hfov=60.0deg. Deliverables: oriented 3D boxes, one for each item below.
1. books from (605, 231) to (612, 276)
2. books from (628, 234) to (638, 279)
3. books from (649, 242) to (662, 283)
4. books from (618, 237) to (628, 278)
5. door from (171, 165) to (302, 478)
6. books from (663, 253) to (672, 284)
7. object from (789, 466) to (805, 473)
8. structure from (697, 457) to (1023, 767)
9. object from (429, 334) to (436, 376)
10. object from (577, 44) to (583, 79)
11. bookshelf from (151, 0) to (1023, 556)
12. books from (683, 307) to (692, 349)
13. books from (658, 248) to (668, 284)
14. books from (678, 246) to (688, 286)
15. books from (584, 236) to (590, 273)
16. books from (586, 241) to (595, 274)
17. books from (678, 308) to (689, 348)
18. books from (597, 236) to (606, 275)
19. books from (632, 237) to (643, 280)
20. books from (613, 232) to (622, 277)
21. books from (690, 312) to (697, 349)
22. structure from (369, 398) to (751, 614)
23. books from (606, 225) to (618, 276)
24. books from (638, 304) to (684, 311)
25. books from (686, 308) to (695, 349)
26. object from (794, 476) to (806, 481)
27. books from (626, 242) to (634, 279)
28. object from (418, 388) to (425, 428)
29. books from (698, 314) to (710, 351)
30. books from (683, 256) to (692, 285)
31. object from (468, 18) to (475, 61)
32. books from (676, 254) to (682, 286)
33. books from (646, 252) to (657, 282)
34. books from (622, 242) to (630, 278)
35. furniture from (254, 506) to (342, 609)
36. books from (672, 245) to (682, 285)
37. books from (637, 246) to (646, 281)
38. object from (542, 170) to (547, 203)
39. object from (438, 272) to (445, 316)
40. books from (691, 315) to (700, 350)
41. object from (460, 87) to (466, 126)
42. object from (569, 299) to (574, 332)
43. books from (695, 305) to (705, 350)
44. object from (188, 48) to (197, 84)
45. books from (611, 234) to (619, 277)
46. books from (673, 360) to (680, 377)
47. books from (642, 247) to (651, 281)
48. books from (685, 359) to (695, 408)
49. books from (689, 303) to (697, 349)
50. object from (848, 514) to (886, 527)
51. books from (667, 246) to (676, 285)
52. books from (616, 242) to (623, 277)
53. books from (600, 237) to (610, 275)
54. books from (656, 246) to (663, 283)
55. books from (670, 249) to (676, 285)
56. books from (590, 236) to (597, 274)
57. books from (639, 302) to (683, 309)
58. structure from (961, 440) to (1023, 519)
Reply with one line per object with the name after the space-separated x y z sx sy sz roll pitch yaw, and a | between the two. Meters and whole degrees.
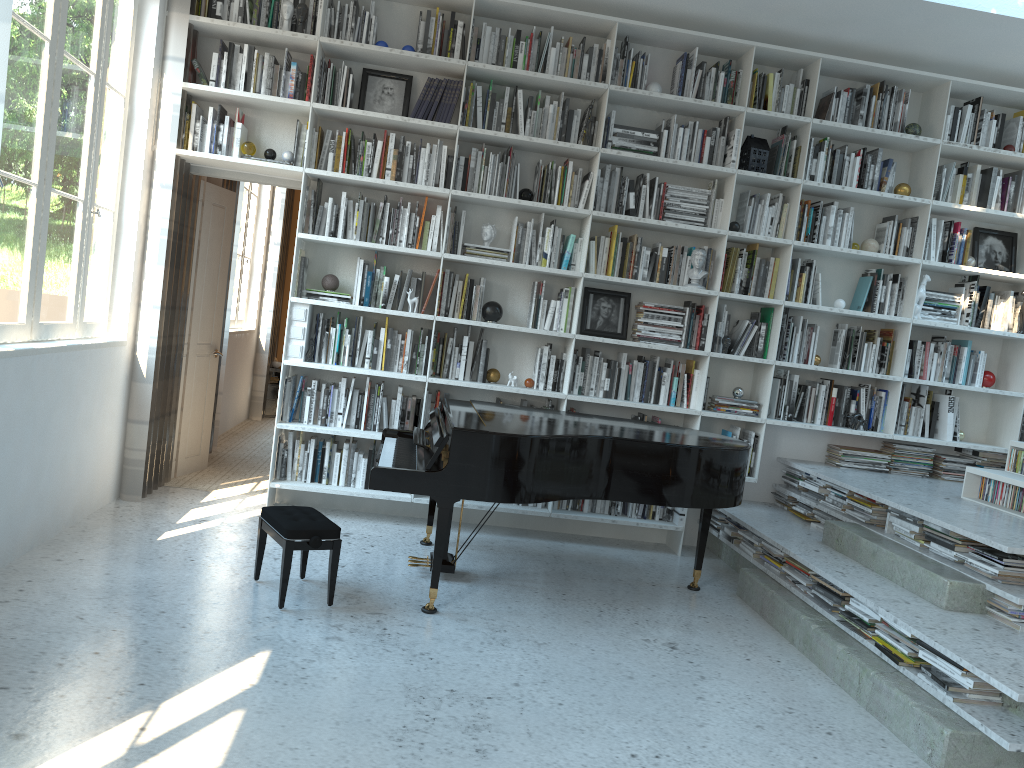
0.584 -0.799 5.502 0.010 0.284 0.136 7 4 -7 | books
0.734 -0.779 5.500 0.013 0.284 0.176 7 4 -7 | books
0.886 -0.748 5.523 0.014 0.259 0.161 7 4 -7 | books
0.673 -0.775 5.514 0.028 0.259 0.134 7 4 -7 | books
-1.813 -0.329 5.827 0.834 1.982 0.785 7 4 -7 | door
0.943 -0.710 5.519 0.029 0.200 0.178 7 4 -7 | books
1.900 0.551 5.688 0.131 0.025 0.290 7 4 -5 | object
2.707 1.026 4.444 2.900 0.660 3.109 7 4 -7 | structure
-0.491 -0.179 5.431 0.012 0.254 0.160 7 4 -7 | object
0.392 -1.912 5.370 0.010 0.247 0.157 7 4 -7 | object
1.016 -0.507 5.497 6.298 3.145 0.330 7 4 -7 | bookshelf
1.080 -0.355 5.573 0.011 0.261 0.184 7 4 -7 | books
0.916 -0.726 5.513 0.029 0.224 0.185 7 4 -7 | books
1.053 -0.727 5.547 0.024 0.259 0.126 7 4 -7 | books
0.450 -0.791 5.487 0.011 0.235 0.141 7 4 -7 | books
0.483 -0.772 5.466 0.053 0.209 0.156 7 4 -7 | books
1.068 -0.353 5.575 0.012 0.254 0.160 7 4 -7 | books
0.535 -0.786 5.492 0.026 0.248 0.139 7 4 -7 | books
0.754 -0.767 5.489 0.028 0.268 0.189 7 4 -7 | books
0.635 -0.789 5.479 0.010 0.281 0.170 7 4 -7 | books
1.122 -0.336 5.596 0.013 0.233 0.134 7 4 -7 | books
0.266 0.610 4.450 1.918 0.833 1.333 7 4 -7 | structure
0.602 -0.811 5.460 0.014 0.318 0.187 7 4 -7 | books
0.928 -0.479 5.551 0.254 0.012 0.160 7 4 -10 | books
1.101 -0.350 5.587 0.013 0.256 0.162 7 4 -7 | books
1.889 0.602 5.691 0.135 0.011 0.221 7 4 -3 | object
0.711 -0.758 5.507 0.025 0.236 0.137 7 4 -7 | books
-0.562 0.169 5.475 0.017 0.290 0.089 7 4 -7 | object
1.179 -0.326 5.574 0.034 0.229 0.199 7 4 -7 | books
1.078 -0.695 5.550 0.035 0.201 0.149 7 4 -7 | books
-0.251 -2.011 5.295 0.012 0.285 0.159 7 4 -7 | object
1.026 -0.705 5.552 0.022 0.207 0.114 7 4 -7 | books
0.849 -0.723 5.530 0.050 0.199 0.145 7 4 -7 | books
0.693 -0.756 5.497 0.012 0.228 0.169 7 4 -7 | books
-0.928 0.727 3.819 0.240 0.354 0.466 5 5 -32 | furniture
1.009 -0.732 5.531 0.025 0.259 0.150 7 4 -7 | books
0.786 -0.739 5.509 0.024 0.216 0.175 7 4 -7 | books
0.185 -1.190 5.421 0.010 0.225 0.142 7 4 -7 | object
-0.432 -0.548 5.417 0.012 0.270 0.130 7 4 -7 | object
1.138 -0.327 5.597 0.021 0.217 0.132 7 4 -7 | books
-0.301 -1.632 5.322 0.012 0.254 0.160 7 4 -7 | object
0.356 -0.424 5.517 0.017 0.216 0.103 7 4 -7 | object
1.159 -0.354 5.580 0.011 0.280 0.185 7 4 -7 | books
-1.850 -1.844 5.120 0.035 0.296 0.176 7 4 -7 | object
0.613 -0.784 5.462 0.015 0.267 0.189 7 4 -7 | books
1.022 -0.007 5.619 0.010 0.284 0.131 7 4 -7 | books
0.812 -0.735 5.513 0.030 0.215 0.168 7 4 -7 | books
1.113 -0.003 5.620 0.011 0.300 0.149 7 4 -7 | books
1.115 -0.365 5.586 0.011 0.288 0.151 7 4 -7 | books
1.967 0.744 4.822 0.145 0.010 0.266 7 4 -11 | object
0.967 -0.729 5.509 0.012 0.245 0.185 7 4 -7 | books
0.646 -0.763 5.506 0.024 0.228 0.147 7 4 -7 | books
0.562 -0.779 5.489 0.029 0.240 0.155 7 4 -7 | books
0.896 -0.734 5.521 0.010 0.234 0.174 7 4 -7 | books
0.980 -0.722 5.548 0.025 0.230 0.142 7 4 -7 | books
0.502 -0.787 5.479 0.042 0.242 0.162 7 4 -7 | books
0.930 -0.491 5.548 0.254 0.012 0.160 7 4 -3 | books
3.103 -0.606 3.957 2.614 3.385 1.952 7 4 -7 | structure
